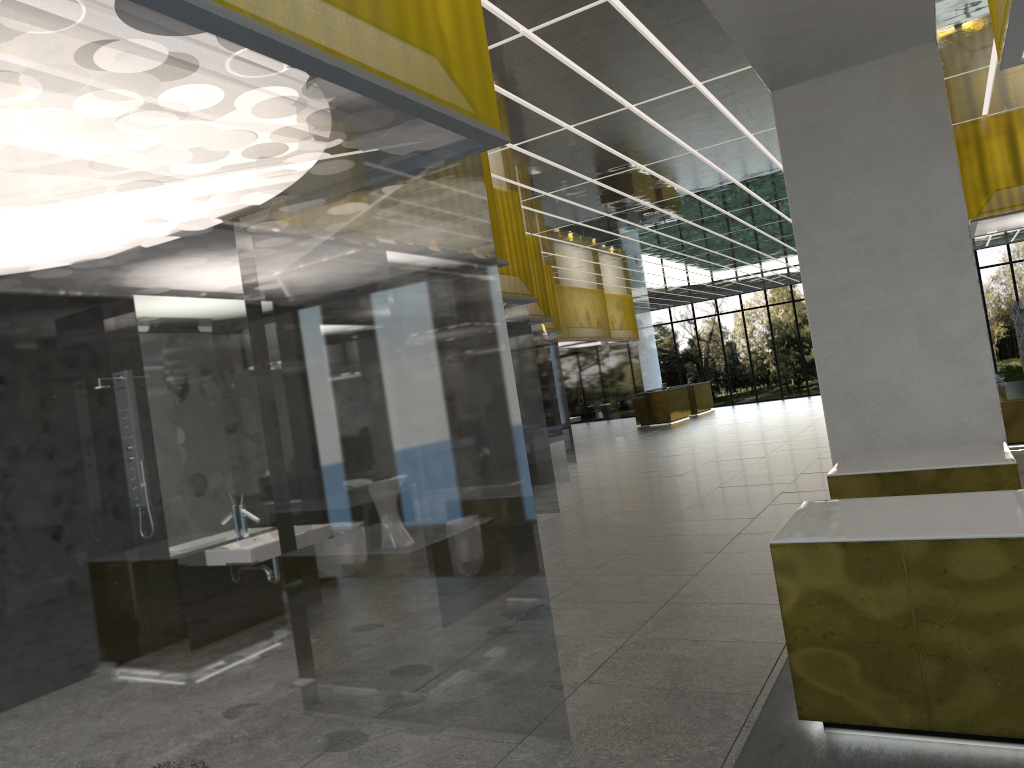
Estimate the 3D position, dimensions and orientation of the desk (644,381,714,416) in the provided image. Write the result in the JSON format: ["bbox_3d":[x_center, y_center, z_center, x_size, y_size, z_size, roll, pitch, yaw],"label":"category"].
[{"bbox_3d":[8.394,0.905,44.441,3.388,1.509,3.302,-9,-1,30],"label":"desk"}]

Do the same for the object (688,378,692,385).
[{"bbox_3d":[9.079,0.073,43.973,0.580,0.668,0.711,-9,-2,29],"label":"object"}]

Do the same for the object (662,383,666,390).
[{"bbox_3d":[7.002,0.315,39.911,0.580,0.668,0.711,-9,-2,29],"label":"object"}]

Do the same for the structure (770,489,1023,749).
[{"bbox_3d":[2.519,1.382,5.247,1.438,1.174,1.369,-9,-1,30],"label":"structure"}]

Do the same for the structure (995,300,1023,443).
[{"bbox_3d":[11.358,-0.544,16.697,4.077,2.572,4.881,-9,-1,29],"label":"structure"}]

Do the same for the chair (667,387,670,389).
[{"bbox_3d":[8.546,0.876,44.279,0.941,1.494,1.228,-7,-2,-44],"label":"chair"}]

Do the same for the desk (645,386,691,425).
[{"bbox_3d":[6.335,1.145,40.414,3.388,1.509,3.302,-9,-1,30],"label":"desk"}]

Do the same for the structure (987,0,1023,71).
[{"bbox_3d":[4.242,-3.626,4.197,3.428,2.271,3.075,-9,-1,30],"label":"structure"}]

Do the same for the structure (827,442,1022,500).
[{"bbox_3d":[3.735,1.241,7.626,1.438,1.174,1.369,-9,-1,30],"label":"structure"}]

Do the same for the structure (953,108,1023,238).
[{"bbox_3d":[10.167,-4.314,15.783,3.428,2.271,3.076,-9,-1,30],"label":"structure"}]
